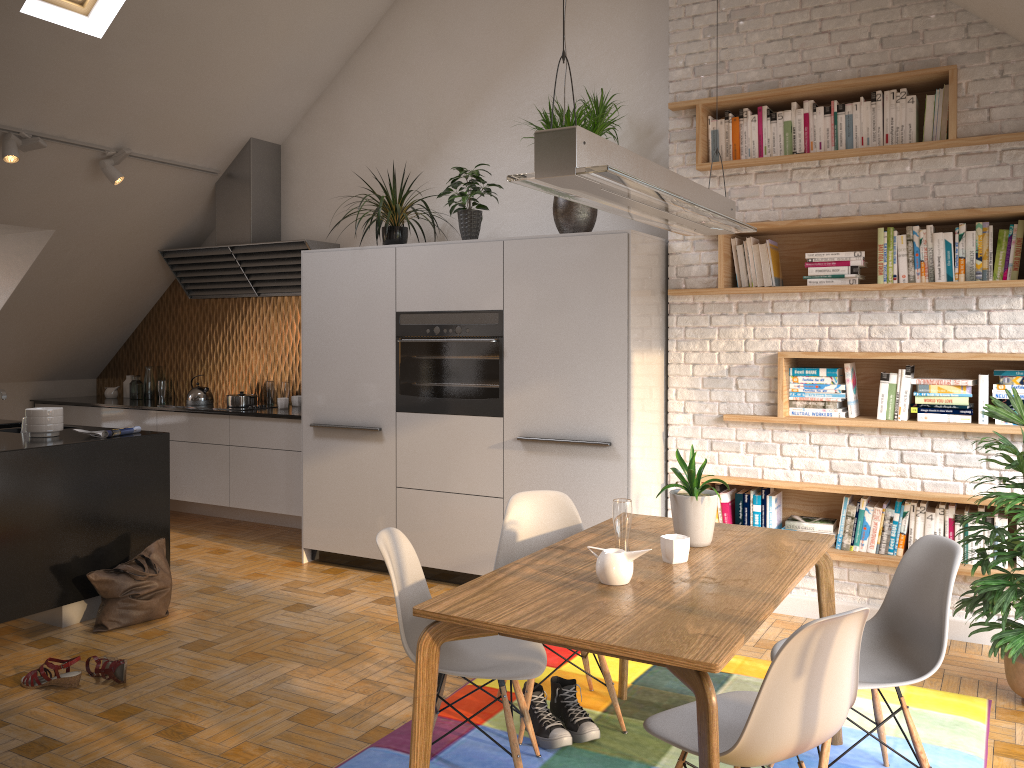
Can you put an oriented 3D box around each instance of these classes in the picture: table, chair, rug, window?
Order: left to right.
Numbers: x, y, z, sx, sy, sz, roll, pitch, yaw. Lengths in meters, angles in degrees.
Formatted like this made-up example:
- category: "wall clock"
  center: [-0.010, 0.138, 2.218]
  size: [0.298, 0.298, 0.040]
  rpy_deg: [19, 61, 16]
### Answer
- category: "window"
  center: [-2.618, -0.906, 2.450]
  size: [8.632, 4.463, 7.791]
  rpy_deg: [1, 3, 30]
- category: "chair"
  center: [-1.380, -0.133, 4.132]
  size: [4.020, 2.684, 3.492]
  rpy_deg: [1, 2, 30]
- category: "chair"
  center: [0.163, 0.850, 3.376]
  size: [0.465, 0.801, 0.543]
  rpy_deg: [0, 1, -13]
- category: "rug"
  center: [0.401, 1.292, 2.797]
  size: [1.938, 0.024, 2.785]
  rpy_deg: [2, 3, 29]
- category: "table"
  center: [0.437, 0.928, 2.690]
  size: [0.851, 0.754, 1.467]
  rpy_deg: [1, 3, 30]
- category: "chair"
  center: [0.616, 0.909, 2.245]
  size: [0.465, 0.801, 0.543]
  rpy_deg: [-1, 2, -34]
- category: "chair"
  center: [1.094, 0.882, 2.752]
  size: [0.542, 0.801, 0.465]
  rpy_deg: [0, 1, -2]

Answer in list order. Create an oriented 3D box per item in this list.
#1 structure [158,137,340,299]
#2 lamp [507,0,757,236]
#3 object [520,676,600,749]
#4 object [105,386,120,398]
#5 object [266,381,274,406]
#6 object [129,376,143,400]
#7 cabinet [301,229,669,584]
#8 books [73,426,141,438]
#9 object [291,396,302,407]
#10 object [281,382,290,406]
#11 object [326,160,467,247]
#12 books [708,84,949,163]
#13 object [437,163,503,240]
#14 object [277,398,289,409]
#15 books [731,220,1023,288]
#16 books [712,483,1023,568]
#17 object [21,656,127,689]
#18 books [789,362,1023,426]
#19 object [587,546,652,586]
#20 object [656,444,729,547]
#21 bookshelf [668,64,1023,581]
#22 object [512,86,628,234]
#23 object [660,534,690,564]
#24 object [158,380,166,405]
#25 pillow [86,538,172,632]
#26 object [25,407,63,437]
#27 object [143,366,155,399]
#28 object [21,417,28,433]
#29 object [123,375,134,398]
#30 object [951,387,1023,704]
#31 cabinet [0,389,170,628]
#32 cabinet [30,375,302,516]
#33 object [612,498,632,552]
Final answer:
- category: "structure"
  center: [-2.006, -1.257, 6.751]
  size: [1.538, 1.175, 0.420]
  rpy_deg: [1, 1, 30]
- category: "lamp"
  center: [0.434, -1.426, 2.660]
  size: [0.269, 1.818, 1.347]
  rpy_deg: [0, 1, 30]
- category: "object"
  center: [0.170, 1.186, 3.196]
  size: [0.259, 0.155, 0.301]
  rpy_deg: [-1, 3, -25]
- category: "object"
  center: [-3.418, 0.067, 7.564]
  size: [0.107, 0.106, 0.178]
  rpy_deg: [-1, 3, -34]
- category: "object"
  center: [-1.835, 0.072, 6.723]
  size: [0.062, 0.184, 0.062]
  rpy_deg: [0, 1, 20]
- category: "object"
  center: [-3.145, 0.033, 7.410]
  size: [0.100, 0.191, 0.068]
  rpy_deg: [1, 1, 30]
- category: "cabinet"
  center: [-0.191, 0.161, 5.426]
  size: [2.251, 2.001, 0.825]
  rpy_deg: [1, 1, 30]
- category: "books"
  center: [-2.202, 0.256, 4.821]
  size: [0.222, 0.044, 0.282]
  rpy_deg: [1, 3, 12]
- category: "object"
  center: [-1.612, 0.129, 6.661]
  size: [0.078, 0.077, 0.077]
  rpy_deg: [1, 2, 17]
- category: "object"
  center: [-1.697, 0.076, 6.647]
  size: [0.062, 0.184, 0.062]
  rpy_deg: [0, 1, 26]
- category: "object"
  center: [-0.799, -1.147, 5.722]
  size: [0.922, 0.583, 1.018]
  rpy_deg: [-2, 3, -42]
- category: "books"
  center: [1.650, -1.332, 4.670]
  size: [1.204, 0.302, 0.240]
  rpy_deg: [2, 2, 31]
- category: "object"
  center: [-0.258, -1.066, 5.272]
  size: [0.396, 0.470, 0.363]
  rpy_deg: [1, 2, 42]
- category: "object"
  center: [-1.665, 0.141, 6.440]
  size: [0.078, 0.077, 0.077]
  rpy_deg: [-2, 2, -43]
- category: "books"
  center: [1.835, -0.645, 4.559]
  size: [1.396, 0.289, 0.241]
  rpy_deg: [2, 2, 30]
- category: "books"
  center: [1.861, 0.714, 4.587]
  size: [1.678, 0.284, 0.237]
  rpy_deg: [2, 2, 31]
- category: "object"
  center: [-1.831, 1.192, 3.751]
  size: [0.452, 0.129, 0.232]
  rpy_deg: [0, 2, -6]
- category: "books"
  center: [2.114, 0.041, 4.421]
  size: [1.398, 0.282, 0.238]
  rpy_deg: [2, 2, 30]
- category: "object"
  center: [0.297, 0.508, 2.500]
  size: [0.107, 0.106, 0.178]
  rpy_deg: [-1, 3, -34]
- category: "object"
  center: [0.614, 0.373, 2.967]
  size: [0.234, 0.329, 0.214]
  rpy_deg: [1, 2, 35]
- category: "bookshelf"
  center: [1.905, -0.321, 4.505]
  size: [2.200, 2.414, 0.357]
  rpy_deg: [1, 1, 30]
- category: "object"
  center: [0.369, -1.297, 5.081]
  size: [0.713, 0.947, 0.663]
  rpy_deg: [-1, 1, -21]
- category: "object"
  center: [0.503, 0.510, 2.735]
  size: [0.078, 0.077, 0.077]
  rpy_deg: [-2, 2, -43]
- category: "object"
  center: [-2.702, 0.066, 6.840]
  size: [0.062, 0.184, 0.062]
  rpy_deg: [0, 1, 20]
- category: "pillow"
  center: [-1.961, 1.030, 4.544]
  size: [0.424, 0.389, 0.320]
  rpy_deg: [-1, 2, -32]
- category: "object"
  center: [-2.510, 0.205, 4.756]
  size: [0.181, 0.146, 0.181]
  rpy_deg: [1, 2, 27]
- category: "object"
  center: [-3.058, -0.011, 7.466]
  size: [0.089, 0.273, 0.089]
  rpy_deg: [0, 1, 7]
- category: "object"
  center: [-2.741, 0.307, 5.107]
  size: [0.190, 0.232, 0.190]
  rpy_deg: [0, 2, -8]
- category: "object"
  center: [-3.280, 0.023, 7.603]
  size: [0.100, 0.191, 0.068]
  rpy_deg: [1, 1, 30]
- category: "object"
  center: [2.103, 0.634, 3.481]
  size: [0.668, 1.259, 0.716]
  rpy_deg: [0, 1, -3]
- category: "cabinet"
  center: [-3.216, 0.610, 5.117]
  size: [2.437, 1.135, 1.000]
  rpy_deg: [1, 2, 30]
- category: "cabinet"
  center: [-2.509, 0.380, 6.872]
  size: [3.091, 0.915, 0.624]
  rpy_deg: [2, 2, 30]
- category: "object"
  center: [0.345, 0.455, 2.769]
  size: [0.062, 0.184, 0.062]
  rpy_deg: [0, 1, -6]
